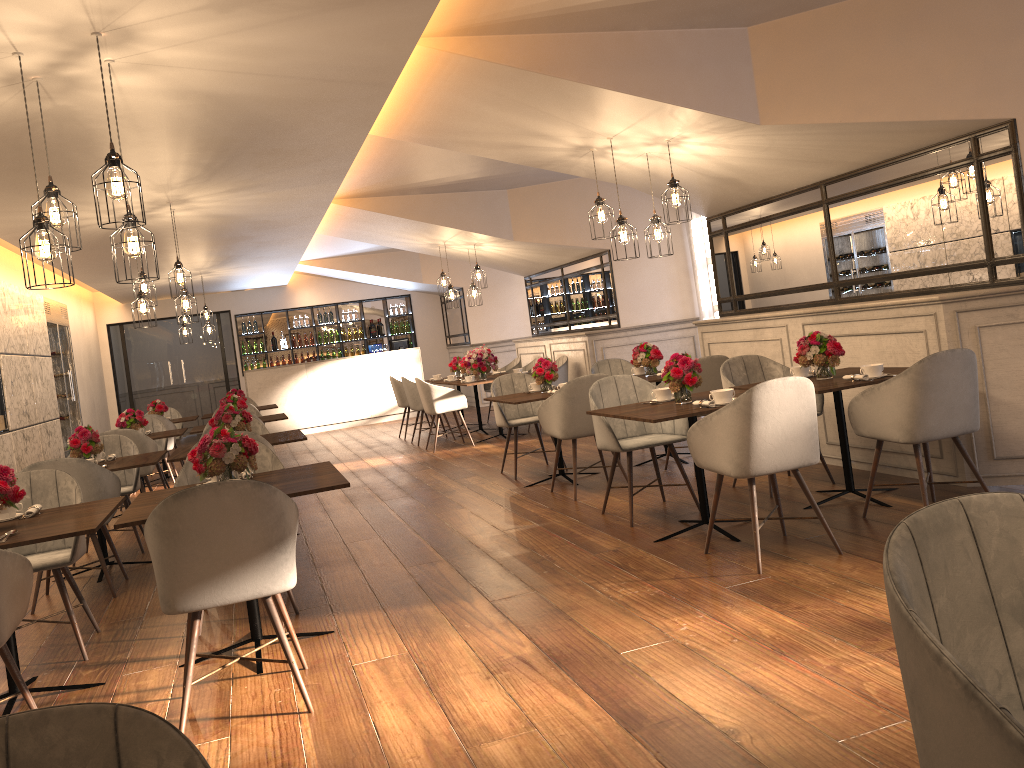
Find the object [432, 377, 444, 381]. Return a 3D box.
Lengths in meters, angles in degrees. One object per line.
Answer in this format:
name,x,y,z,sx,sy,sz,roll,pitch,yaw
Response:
object,-1.037,-0.067,12.248,0.193,0.024,0.025,-9,2,-17

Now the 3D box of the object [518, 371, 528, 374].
object,0.109,-0.128,10.527,0.176,0.039,0.056,-9,2,-17

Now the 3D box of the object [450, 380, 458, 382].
object,-0.713,-0.041,11.247,0.211,0.004,0.022,-9,3,-17

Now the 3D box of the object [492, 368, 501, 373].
object,-0.199,-0.162,11.527,0.148,0.072,0.149,-6,3,26

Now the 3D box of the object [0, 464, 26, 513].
object,-2.168,0.455,3.619,0.305,0.301,0.234,-8,1,5

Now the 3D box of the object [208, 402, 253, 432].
object,-1.983,0.276,6.238,0.306,0.301,0.233,-9,2,-39

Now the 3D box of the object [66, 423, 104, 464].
object,-2.893,0.414,5.986,0.234,0.301,0.305,-8,2,-15

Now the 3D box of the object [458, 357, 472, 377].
object,-0.587,-0.223,11.473,0.234,0.301,0.305,-8,2,2

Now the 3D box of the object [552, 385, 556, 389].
object,0.324,0.025,7.450,0.056,0.039,0.175,-8,3,-17

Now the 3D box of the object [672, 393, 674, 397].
object,1.000,0.064,5.231,0.056,0.039,0.175,-8,3,-17

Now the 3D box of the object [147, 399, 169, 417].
object,-4.326,0.320,10.842,0.235,0.301,0.304,-9,2,-42

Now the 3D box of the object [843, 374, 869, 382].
object,1.891,-0.036,4.870,0.056,0.039,0.175,-8,3,-17

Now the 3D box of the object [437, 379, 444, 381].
object,-0.974,-0.056,12.103,0.211,0.004,0.022,-9,3,-17

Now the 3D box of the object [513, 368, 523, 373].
object,0.073,-0.146,10.635,0.148,0.072,0.149,-6,3,26

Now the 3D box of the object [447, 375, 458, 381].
object,-0.765,-0.073,11.313,0.148,0.072,0.149,-6,3,26

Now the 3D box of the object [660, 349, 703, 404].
object,0.937,-0.043,4.941,0.234,0.301,0.305,-8,2,2

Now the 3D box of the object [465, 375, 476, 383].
object,-0.493,-0.057,10.422,0.148,0.072,0.149,-6,3,26

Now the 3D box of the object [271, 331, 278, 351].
object,-4.445,-0.803,16.542,0.104,0.359,0.104,-8,0,-45

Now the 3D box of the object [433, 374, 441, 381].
object,-1.026,-0.088,12.169,0.148,0.072,0.149,-6,3,26

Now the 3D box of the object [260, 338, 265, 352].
object,-4.653,-0.722,16.472,0.066,0.261,0.065,-8,0,-38

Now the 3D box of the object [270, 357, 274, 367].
object,-4.478,-0.382,16.511,0.066,0.261,0.065,-8,0,-38

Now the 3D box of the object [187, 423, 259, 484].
object,-1.260,0.318,3.869,0.306,0.301,0.233,-9,2,-39

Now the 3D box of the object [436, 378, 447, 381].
object,-0.971,-0.060,12.067,0.198,0.015,0.043,-9,3,-21

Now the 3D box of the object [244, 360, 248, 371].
object,-4.919,-0.314,16.374,0.066,0.261,0.065,-8,0,-38

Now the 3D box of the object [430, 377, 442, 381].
object,-1.057,-0.073,12.278,0.176,0.039,0.056,-9,2,-17

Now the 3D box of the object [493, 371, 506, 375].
object,-0.163,-0.144,11.418,0.176,0.039,0.056,-9,2,-17

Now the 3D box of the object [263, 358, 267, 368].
object,-4.604,-0.363,16.472,0.066,0.261,0.065,-8,0,-38

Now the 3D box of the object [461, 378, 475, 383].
object,-0.524,-0.042,10.531,0.176,0.039,0.056,-9,2,-17

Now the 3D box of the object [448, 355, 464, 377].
object,-0.758,-0.250,12.275,0.233,0.301,0.306,-7,2,31

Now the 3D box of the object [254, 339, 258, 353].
object,-4.758,-0.706,16.439,0.066,0.261,0.065,-8,0,-38

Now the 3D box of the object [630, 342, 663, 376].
object,1.147,-0.220,7.447,0.235,0.301,0.304,-9,2,-42

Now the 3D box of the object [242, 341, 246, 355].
object,-4.967,-0.674,16.374,0.066,0.261,0.065,-8,0,-38

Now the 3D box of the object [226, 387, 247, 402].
object,-3.481,0.191,11.112,0.304,0.301,0.235,-7,2,30

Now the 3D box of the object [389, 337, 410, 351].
object,-1.964,-0.639,15.630,0.410,0.329,0.129,-9,1,-39

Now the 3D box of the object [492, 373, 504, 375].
object,-0.181,-0.136,11.448,0.193,0.024,0.025,-9,2,-17

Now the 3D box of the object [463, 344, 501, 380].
object,-0.375,-0.262,10.598,0.421,0.425,0.404,-9,2,-29

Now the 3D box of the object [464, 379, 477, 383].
object,-0.504,-0.036,10.501,0.193,0.024,0.025,-9,2,-17

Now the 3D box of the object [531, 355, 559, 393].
object,0.261,-0.083,7.159,0.234,0.301,0.305,-8,2,2

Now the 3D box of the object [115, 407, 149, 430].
object,-3.641,0.369,8.449,0.305,0.301,0.234,-8,1,5

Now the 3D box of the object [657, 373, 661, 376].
object,1.215,-0.075,7.089,0.056,0.039,0.175,-8,3,-17

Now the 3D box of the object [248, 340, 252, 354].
object,-4.863,-0.690,16.407,0.066,0.261,0.065,-8,0,-38

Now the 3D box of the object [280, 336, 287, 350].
object,-4.280,-0.788,16.585,0.108,0.281,0.108,-7,1,29

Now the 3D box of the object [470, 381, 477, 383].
object,-0.441,-0.025,10.355,0.211,0.004,0.022,-9,3,-17

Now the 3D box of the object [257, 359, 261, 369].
object,-4.709,-0.347,16.439,0.066,0.261,0.065,-8,0,-38

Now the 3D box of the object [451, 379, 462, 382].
object,-0.710,-0.045,11.211,0.198,0.015,0.043,-9,3,-21

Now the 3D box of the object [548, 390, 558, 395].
object,0.319,0.063,6.811,0.056,0.039,0.175,-8,3,-17

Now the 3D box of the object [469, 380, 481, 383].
object,-0.438,-0.029,10.320,0.198,0.015,0.043,-9,3,-21

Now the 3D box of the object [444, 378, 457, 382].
object,-0.796,-0.058,11.422,0.176,0.039,0.056,-9,2,-17

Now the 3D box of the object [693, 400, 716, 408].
object,0.996,0.102,4.592,0.056,0.039,0.175,-8,3,-17

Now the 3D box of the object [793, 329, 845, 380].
object,1.823,-0.180,5.228,0.235,0.301,0.304,-9,2,-42

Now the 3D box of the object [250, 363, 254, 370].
object,-4.814,-0.330,16.407,0.066,0.261,0.065,-8,0,-38

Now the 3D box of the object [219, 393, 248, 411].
object,-2.733,0.232,8.701,0.304,0.301,0.235,-7,1,16

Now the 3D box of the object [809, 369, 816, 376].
object,1.895,-0.074,5.509,0.056,0.039,0.175,-8,3,-17
